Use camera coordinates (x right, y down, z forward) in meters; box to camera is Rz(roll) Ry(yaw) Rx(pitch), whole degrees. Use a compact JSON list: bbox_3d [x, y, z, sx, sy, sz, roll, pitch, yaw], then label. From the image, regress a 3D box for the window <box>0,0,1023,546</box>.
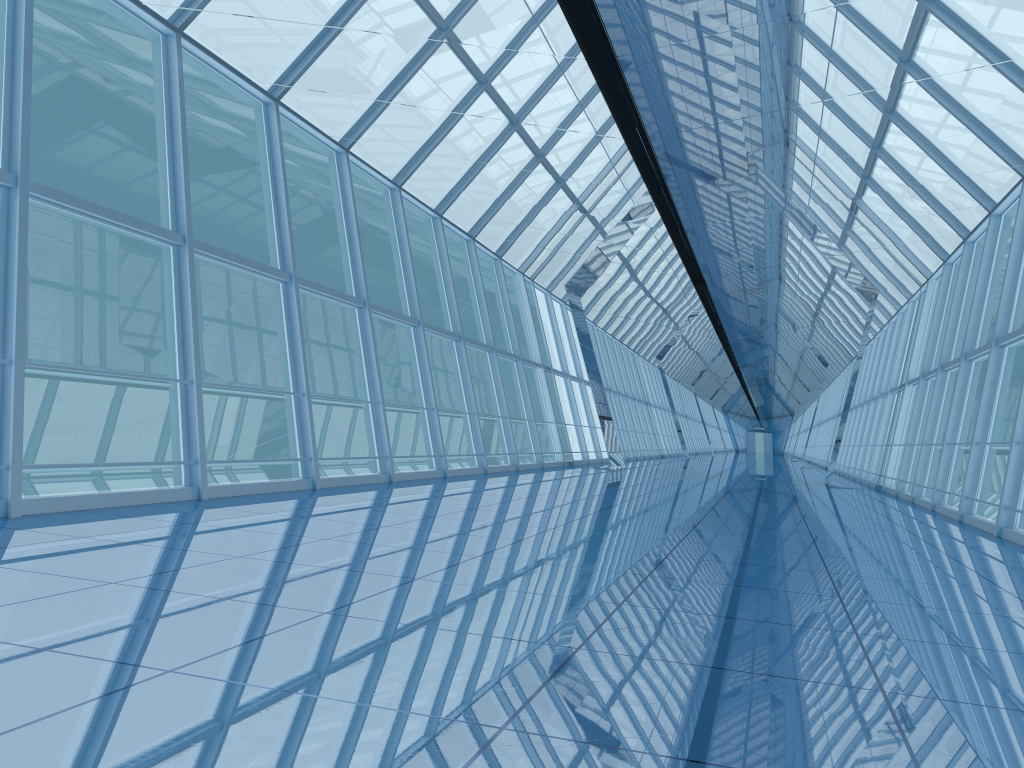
[{"bbox_3d":[12.602,1.641,45.501,9.928,4.989,104.413,2,-4,17],"label":"window"}]
